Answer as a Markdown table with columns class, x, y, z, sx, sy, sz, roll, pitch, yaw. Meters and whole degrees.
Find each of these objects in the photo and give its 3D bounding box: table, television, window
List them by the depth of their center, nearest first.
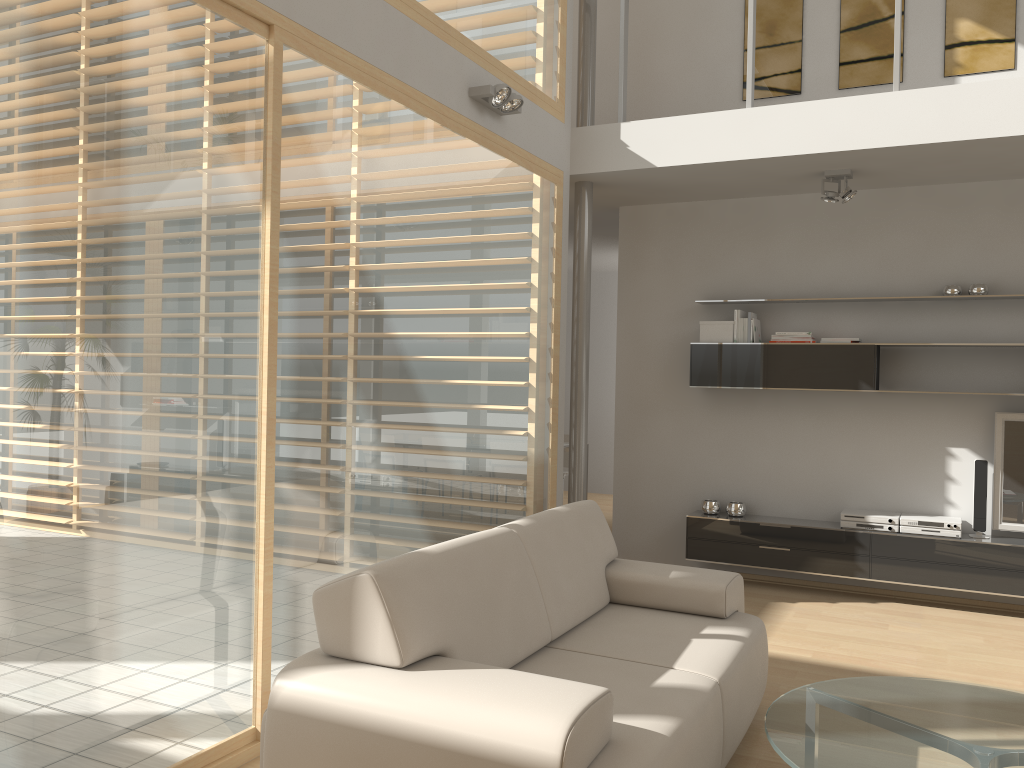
| class | x | y | z | sx | sy | sz | roll | pitch | yaw |
| --- | --- | --- | --- | --- | --- | --- | --- | --- | --- |
| window | -1.477 | -0.003 | 2.096 | 0.020 | 2.500 | 2.525 | 1 | 0 | 26 |
| table | 1.339 | 1.219 | 2.527 | 1.198 | 0.370 | 1.198 | 2 | 1 | 44 |
| window | -0.255 | -2.845 | 4.373 | 0.020 | 2.200 | 2.525 | 1 | 0 | 26 |
| window | -0.316 | 0.004 | 4.395 | 0.020 | 2.500 | 2.525 | 1 | 0 | 26 |
| television | 3.565 | 0.555 | 5.285 | 1.224 | 0.735 | 0.096 | 1 | 0 | 26 |
| table | -0.428 | 0.940 | 8.940 | 2.199 | 0.746 | 0.900 | 1 | 0 | 26 |

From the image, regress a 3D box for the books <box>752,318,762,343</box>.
| class | x | y | z | sx | sy | sz | roll | pitch | yaw |
| --- | --- | --- | --- | --- | --- | --- | --- | --- | --- |
| books | 1.691 | -0.362 | 6.117 | 0.023 | 0.169 | 0.230 | 1 | 0 | 26 |

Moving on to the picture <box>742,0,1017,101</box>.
| class | x | y | z | sx | sy | sz | roll | pitch | yaw |
| --- | --- | --- | --- | --- | --- | --- | --- | --- | --- |
| picture | 2.410 | -2.888 | 5.912 | 1.684 | 1.800 | 0.010 | 1 | 0 | 26 |

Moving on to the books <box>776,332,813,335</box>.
| class | x | y | z | sx | sy | sz | roll | pitch | yaw |
| --- | --- | --- | --- | --- | --- | --- | --- | --- | --- |
| books | 1.907 | -0.335 | 5.984 | 0.227 | 0.017 | 0.230 | 1 | 0 | 21 |

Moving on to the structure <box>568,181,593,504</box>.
| class | x | y | z | sx | sy | sz | roll | pitch | yaw |
| --- | --- | --- | --- | --- | --- | --- | --- | --- | --- |
| structure | 0.452 | 0.009 | 5.925 | 0.121 | 2.700 | 0.122 | 1 | 0 | 14 |

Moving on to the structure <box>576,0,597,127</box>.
| class | x | y | z | sx | sy | sz | roll | pitch | yaw |
| --- | --- | --- | --- | --- | --- | --- | --- | --- | --- |
| structure | 0.513 | -2.841 | 5.904 | 0.121 | 2.400 | 0.122 | 1 | 0 | 14 |

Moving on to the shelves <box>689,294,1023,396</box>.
| class | x | y | z | sx | sy | sz | roll | pitch | yaw |
| --- | --- | --- | --- | --- | --- | --- | --- | --- | --- |
| shelves | 3.200 | -0.082 | 5.352 | 4.236 | 0.914 | 0.300 | 1 | 0 | 26 |

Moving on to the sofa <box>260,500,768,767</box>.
| class | x | y | z | sx | sy | sz | roll | pitch | yaw |
| --- | --- | --- | --- | --- | --- | --- | --- | --- | --- |
| sofa | 0.192 | 0.950 | 3.184 | 1.168 | 0.846 | 2.093 | 1 | 0 | 26 |

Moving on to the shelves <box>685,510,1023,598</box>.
| class | x | y | z | sx | sy | sz | roll | pitch | yaw |
| --- | --- | --- | --- | --- | --- | --- | --- | --- | --- |
| shelves | 3.174 | 1.116 | 5.361 | 4.236 | 0.312 | 0.300 | 1 | 0 | 26 |

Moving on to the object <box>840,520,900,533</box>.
| class | x | y | z | sx | sy | sz | roll | pitch | yaw |
| --- | --- | --- | --- | --- | --- | --- | --- | --- | --- |
| object | 2.335 | 0.915 | 5.778 | 0.349 | 0.049 | 0.262 | 1 | 0 | 26 |

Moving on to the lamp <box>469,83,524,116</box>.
| class | x | y | z | sx | sy | sz | roll | pitch | yaw |
| --- | --- | --- | --- | --- | --- | --- | --- | --- | --- |
| lamp | -0.058 | -1.473 | 4.608 | 0.183 | 0.110 | 0.360 | 1 | 0 | 26 |

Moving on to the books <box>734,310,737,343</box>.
| class | x | y | z | sx | sy | sz | roll | pitch | yaw |
| --- | --- | --- | --- | --- | --- | --- | --- | --- | --- |
| books | 1.578 | -0.394 | 6.164 | 0.017 | 0.227 | 0.230 | 1 | 0 | 26 |

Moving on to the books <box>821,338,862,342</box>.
| class | x | y | z | sx | sy | sz | roll | pitch | yaw |
| --- | --- | --- | --- | --- | --- | --- | --- | --- | --- |
| books | 2.177 | -0.289 | 5.851 | 0.230 | 0.017 | 0.227 | 1 | 0 | 26 |

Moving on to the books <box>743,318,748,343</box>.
| class | x | y | z | sx | sy | sz | roll | pitch | yaw |
| --- | --- | --- | --- | --- | --- | --- | --- | --- | --- |
| books | 1.641 | -0.363 | 6.140 | 0.027 | 0.169 | 0.230 | 1 | 0 | 26 |

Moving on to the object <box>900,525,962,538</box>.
| class | x | y | z | sx | sy | sz | roll | pitch | yaw |
| --- | --- | --- | --- | --- | --- | --- | --- | --- | --- |
| object | 2.656 | 0.923 | 5.626 | 0.349 | 0.049 | 0.250 | 1 | 0 | 26 |

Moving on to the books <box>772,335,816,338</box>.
| class | x | y | z | sx | sy | sz | roll | pitch | yaw |
| --- | --- | --- | --- | --- | --- | --- | --- | --- | --- |
| books | 1.897 | -0.319 | 5.974 | 0.254 | 0.015 | 0.190 | 1 | 0 | 28 |

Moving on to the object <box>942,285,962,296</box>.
| class | x | y | z | sx | sy | sz | roll | pitch | yaw |
| --- | --- | --- | --- | --- | --- | --- | --- | --- | --- |
| object | 2.800 | -0.591 | 5.640 | 0.115 | 0.081 | 0.115 | 1 | 0 | 7 |

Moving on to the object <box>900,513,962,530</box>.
| class | x | y | z | sx | sy | sz | roll | pitch | yaw |
| --- | --- | --- | --- | --- | --- | --- | --- | --- | --- |
| object | 2.654 | 0.874 | 5.620 | 0.349 | 0.049 | 0.262 | 1 | 0 | 26 |

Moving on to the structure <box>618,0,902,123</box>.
| class | x | y | z | sx | sy | sz | roll | pitch | yaw |
| --- | --- | --- | --- | --- | --- | --- | --- | --- | --- |
| structure | 2.846 | -2.030 | 4.570 | 5.400 | 0.900 | 0.080 | 1 | 0 | 26 |

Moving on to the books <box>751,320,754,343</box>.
| class | x | y | z | sx | sy | sz | roll | pitch | yaw |
| --- | --- | --- | --- | --- | --- | --- | --- | --- | --- |
| books | 1.672 | -0.356 | 6.112 | 0.009 | 0.156 | 0.207 | 1 | 0 | 26 |

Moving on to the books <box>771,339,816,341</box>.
| class | x | y | z | sx | sy | sz | roll | pitch | yaw |
| --- | --- | --- | --- | --- | --- | --- | --- | --- | --- |
| books | 1.901 | -0.290 | 5.977 | 0.268 | 0.011 | 0.190 | 1 | 0 | 28 |

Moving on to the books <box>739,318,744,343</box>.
| class | x | y | z | sx | sy | sz | roll | pitch | yaw |
| --- | --- | --- | --- | --- | --- | --- | --- | --- | --- |
| books | 1.613 | -0.364 | 6.145 | 0.027 | 0.169 | 0.230 | 1 | 0 | 26 |

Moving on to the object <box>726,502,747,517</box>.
| class | x | y | z | sx | sy | sz | roll | pitch | yaw |
| --- | --- | --- | --- | --- | --- | --- | --- | --- | --- |
| object | 1.564 | 0.874 | 6.190 | 0.143 | 0.091 | 0.143 | 1 | 1 | -32 |

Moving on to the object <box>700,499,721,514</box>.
| class | x | y | z | sx | sy | sz | roll | pitch | yaw |
| --- | --- | --- | --- | --- | --- | --- | --- | --- | --- |
| object | 1.405 | 0.870 | 6.269 | 0.143 | 0.091 | 0.143 | 1 | 1 | -32 |

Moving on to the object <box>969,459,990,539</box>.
| class | x | y | z | sx | sy | sz | roll | pitch | yaw |
| --- | --- | --- | --- | --- | --- | --- | --- | --- | --- |
| object | 2.919 | 0.712 | 5.529 | 0.111 | 0.483 | 0.116 | 1 | 0 | 23 |

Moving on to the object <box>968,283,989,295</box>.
| class | x | y | z | sx | sy | sz | roll | pitch | yaw |
| --- | --- | --- | --- | --- | --- | --- | --- | --- | --- |
| object | 2.912 | -0.587 | 5.537 | 0.115 | 0.081 | 0.115 | 1 | 0 | 7 |

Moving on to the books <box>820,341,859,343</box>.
| class | x | y | z | sx | sy | sz | roll | pitch | yaw |
| --- | --- | --- | --- | --- | --- | --- | --- | --- | --- |
| books | 2.167 | -0.273 | 5.861 | 0.190 | 0.015 | 0.254 | 2 | 1 | 33 |

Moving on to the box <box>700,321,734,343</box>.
| class | x | y | z | sx | sy | sz | roll | pitch | yaw |
| --- | --- | --- | --- | --- | --- | --- | --- | --- | --- |
| box | 1.452 | -0.358 | 6.194 | 0.232 | 0.149 | 0.232 | 1 | 0 | 26 |

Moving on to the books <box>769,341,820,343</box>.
| class | x | y | z | sx | sy | sz | roll | pitch | yaw |
| --- | --- | --- | --- | --- | --- | --- | --- | --- | --- |
| books | 1.904 | -0.278 | 5.975 | 0.297 | 0.013 | 0.210 | 1 | 0 | 26 |

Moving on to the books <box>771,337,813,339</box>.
| class | x | y | z | sx | sy | sz | roll | pitch | yaw |
| --- | --- | --- | --- | --- | --- | --- | --- | --- | --- |
| books | 1.891 | -0.304 | 5.980 | 0.254 | 0.015 | 0.190 | 1 | 0 | 22 |

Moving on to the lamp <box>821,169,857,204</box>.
| class | x | y | z | sx | sy | sz | roll | pitch | yaw |
| --- | --- | --- | --- | --- | --- | --- | --- | --- | --- |
| lamp | 2.014 | -1.207 | 5.465 | 0.214 | 0.195 | 0.150 | 1 | 0 | 26 |

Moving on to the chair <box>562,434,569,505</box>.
| class | x | y | z | sx | sy | sz | roll | pitch | yaw |
| --- | --- | --- | --- | --- | --- | --- | --- | --- | --- |
| chair | 0.419 | 0.928 | 9.057 | 0.455 | 0.807 | 0.501 | 1 | 0 | 26 |

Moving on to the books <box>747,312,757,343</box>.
| class | x | y | z | sx | sy | sz | roll | pitch | yaw |
| --- | --- | --- | --- | --- | --- | --- | --- | --- | --- |
| books | 1.658 | -0.383 | 6.118 | 0.021 | 0.210 | 0.207 | 1 | 0 | 26 |

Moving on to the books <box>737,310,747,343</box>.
| class | x | y | z | sx | sy | sz | roll | pitch | yaw |
| --- | --- | --- | --- | --- | --- | --- | --- | --- | --- |
| books | 1.597 | -0.393 | 6.162 | 0.017 | 0.227 | 0.230 | 1 | 0 | 26 |

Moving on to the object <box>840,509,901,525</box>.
| class | x | y | z | sx | sy | sz | roll | pitch | yaw |
| --- | --- | --- | --- | --- | --- | --- | --- | --- | --- |
| object | 2.336 | 0.866 | 5.777 | 0.349 | 0.049 | 0.262 | 1 | 0 | 26 |
